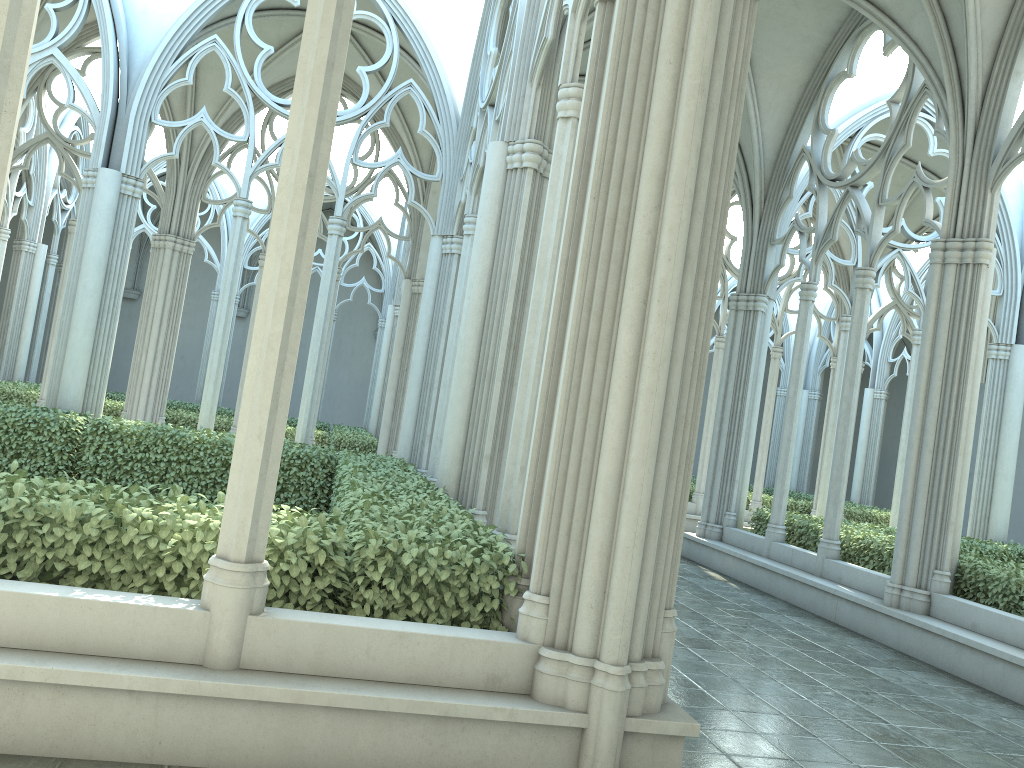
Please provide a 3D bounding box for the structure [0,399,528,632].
[{"bbox_3d":[-4.578,0.724,7.501,7.995,0.963,8.018,9,-3,-11],"label":"structure"}]

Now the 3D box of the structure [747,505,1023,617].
[{"bbox_3d":[8.080,2.763,10.076,7.995,0.963,8.018,9,-3,-11],"label":"structure"}]

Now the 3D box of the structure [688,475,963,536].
[{"bbox_3d":[5.441,3.009,22.869,7.995,0.963,8.018,9,-3,-11],"label":"structure"}]

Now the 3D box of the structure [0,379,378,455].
[{"bbox_3d":[-7.226,0.968,20.292,7.995,0.963,8.018,9,-3,-11],"label":"structure"}]
